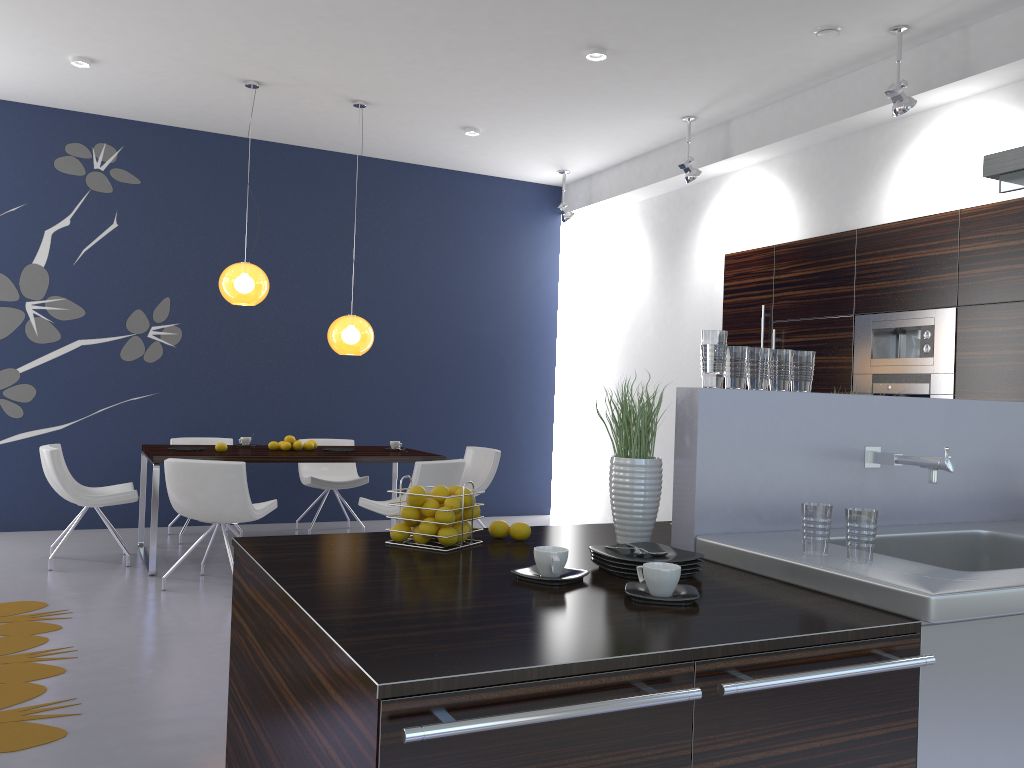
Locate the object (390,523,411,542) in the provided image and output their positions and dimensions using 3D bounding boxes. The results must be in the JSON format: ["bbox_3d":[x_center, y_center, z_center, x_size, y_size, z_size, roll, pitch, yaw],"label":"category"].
[{"bbox_3d":[-0.298,0.397,2.377,0.053,0.052,0.062,2,-1,13],"label":"object"}]

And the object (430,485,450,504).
[{"bbox_3d":[-0.196,0.301,2.407,0.051,0.053,0.063,2,-1,-25],"label":"object"}]

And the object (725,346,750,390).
[{"bbox_3d":[0.625,-0.044,2.470,0.072,0.119,0.071,2,-1,14],"label":"object"}]

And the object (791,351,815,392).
[{"bbox_3d":[0.842,-0.035,2.577,0.071,0.119,0.072,2,-1,24],"label":"object"}]

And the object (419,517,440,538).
[{"bbox_3d":[-0.218,0.378,2.335,0.052,0.053,0.062,2,-1,11],"label":"object"}]

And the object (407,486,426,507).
[{"bbox_3d":[-0.254,0.299,2.358,0.050,0.060,0.059,2,-1,-27],"label":"object"}]

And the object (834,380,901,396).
[{"bbox_3d":[1.116,0.234,2.936,0.269,0.502,0.247,2,-1,-26],"label":"object"}]

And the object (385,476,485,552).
[{"bbox_3d":[-0.206,0.343,2.402,0.207,0.174,0.189,2,-1,29],"label":"object"}]

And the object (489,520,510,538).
[{"bbox_3d":[-0.036,0.413,2.524,0.063,0.051,0.053,2,-1,-22],"label":"object"}]

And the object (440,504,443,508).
[{"bbox_3d":[-0.176,0.350,2.452,0.052,0.053,0.062,2,-1,36],"label":"object"}]

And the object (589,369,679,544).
[{"bbox_3d":[0.330,0.200,2.521,0.247,0.502,0.269,2,-1,17],"label":"object"}]

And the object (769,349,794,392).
[{"bbox_3d":[0.770,-0.038,2.541,0.072,0.119,0.071,2,-1,14],"label":"object"}]

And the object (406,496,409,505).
[{"bbox_3d":[-0.264,0.313,2.424,0.051,0.053,0.063,2,-1,-13],"label":"object"}]

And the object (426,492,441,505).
[{"bbox_3d":[-0.226,0.327,2.467,0.061,0.052,0.053,2,-1,-13],"label":"object"}]

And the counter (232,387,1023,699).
[{"bbox_3d":[1.004,0.680,2.519,3.291,1.300,1.302,2,-1,-26],"label":"counter"}]

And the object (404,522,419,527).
[{"bbox_3d":[-0.269,0.364,2.428,0.051,0.055,0.061,1,-1,43],"label":"object"}]

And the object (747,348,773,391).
[{"bbox_3d":[0.697,-0.041,2.506,0.072,0.119,0.071,2,-1,14],"label":"object"}]

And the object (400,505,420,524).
[{"bbox_3d":[-0.272,0.348,2.370,0.053,0.054,0.061,2,-1,20],"label":"object"}]

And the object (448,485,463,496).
[{"bbox_3d":[-0.153,0.306,2.449,0.063,0.051,0.053,2,-1,21],"label":"object"}]

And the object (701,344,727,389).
[{"bbox_3d":[0.552,-0.047,2.434,0.072,0.119,0.071,2,-1,14],"label":"object"}]

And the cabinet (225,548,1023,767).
[{"bbox_3d":[0.993,0.904,2.527,3.285,0.852,1.377,2,-1,-26],"label":"cabinet"}]

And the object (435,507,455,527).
[{"bbox_3d":[-0.175,0.348,2.319,0.053,0.055,0.060,2,-1,17],"label":"object"}]

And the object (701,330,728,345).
[{"bbox_3d":[0.554,-0.086,2.435,0.072,0.119,0.071,2,-1,14],"label":"object"}]

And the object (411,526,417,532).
[{"bbox_3d":[-0.254,0.400,2.452,0.051,0.053,0.063,2,-1,-18],"label":"object"}]

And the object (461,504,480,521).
[{"bbox_3d":[-0.118,0.350,2.429,0.063,0.051,0.053,2,-1,33],"label":"object"}]

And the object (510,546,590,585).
[{"bbox_3d":[0.086,0.405,1.992,0.153,0.069,0.153,2,-1,37],"label":"object"}]

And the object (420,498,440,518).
[{"bbox_3d":[-0.218,0.331,2.369,0.055,0.051,0.061,2,-1,-32],"label":"object"}]

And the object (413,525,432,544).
[{"bbox_3d":[-0.239,0.402,2.373,0.050,0.055,0.061,2,-1,19],"label":"object"}]

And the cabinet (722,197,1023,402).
[{"bbox_3d":[2.781,0.184,5.906,0.669,2.500,3.600,2,-1,-26],"label":"cabinet"}]

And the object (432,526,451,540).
[{"bbox_3d":[-0.195,0.394,2.413,0.057,0.060,0.052,2,-1,-20],"label":"object"}]

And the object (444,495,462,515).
[{"bbox_3d":[-0.154,0.321,2.356,0.053,0.051,0.063,2,-1,19],"label":"object"}]

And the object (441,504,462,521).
[{"bbox_3d":[-0.165,0.346,2.396,0.064,0.053,0.051,2,-1,-23],"label":"object"}]

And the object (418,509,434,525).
[{"bbox_3d":[-0.238,0.361,2.422,0.051,0.053,0.062,2,-1,-18],"label":"object"}]

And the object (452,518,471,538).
[{"bbox_3d":[-0.137,0.397,2.437,0.060,0.057,0.052,2,-1,-24],"label":"object"}]

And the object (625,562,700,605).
[{"bbox_3d":[0.311,0.411,1.837,0.153,0.069,0.153,2,-1,7],"label":"object"}]

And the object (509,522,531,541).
[{"bbox_3d":[0.022,0.415,2.498,0.063,0.051,0.053,2,-1,33],"label":"object"}]

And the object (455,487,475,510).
[{"bbox_3d":[-0.128,0.310,2.403,0.052,0.060,0.057,3,-1,-38],"label":"object"}]

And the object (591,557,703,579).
[{"bbox_3d":[0.318,0.438,2.119,0.232,0.020,0.232,2,-1,-18],"label":"object"}]
